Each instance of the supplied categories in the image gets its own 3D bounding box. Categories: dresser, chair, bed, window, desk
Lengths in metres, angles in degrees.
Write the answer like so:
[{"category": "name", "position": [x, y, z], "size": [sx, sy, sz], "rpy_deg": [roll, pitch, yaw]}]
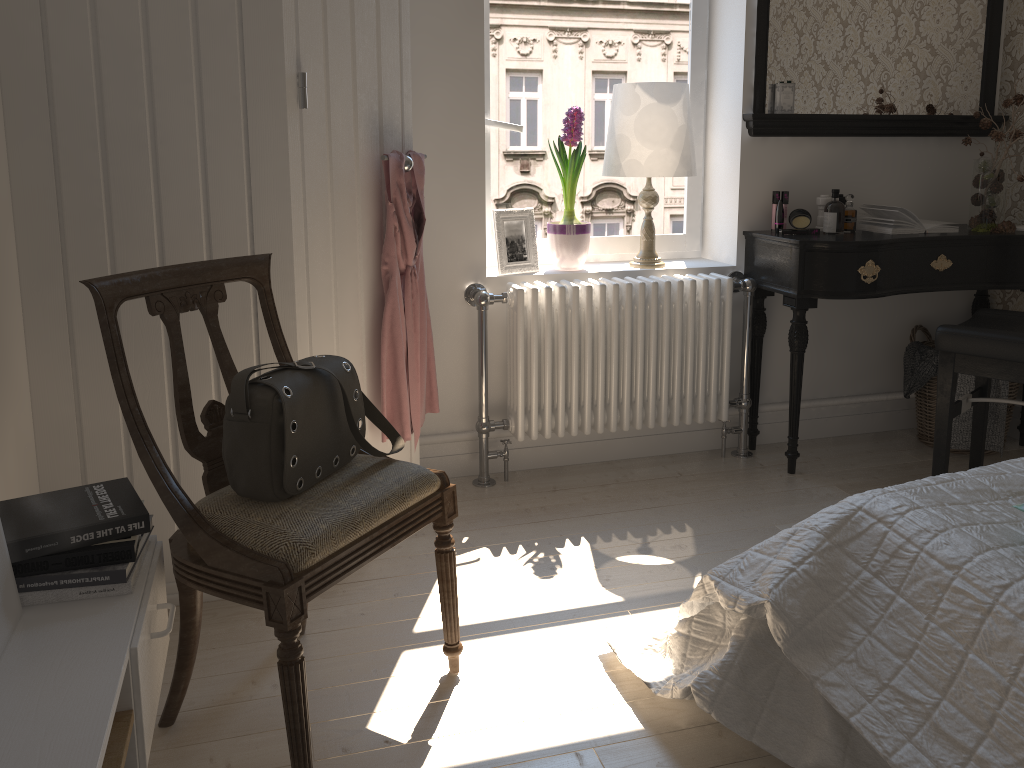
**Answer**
[{"category": "dresser", "position": [-0.722, -0.797, 2.360], "size": [1.026, 2.540, 0.712], "rpy_deg": [-3, 10, -16]}, {"category": "chair", "position": [-0.459, 0.218, 1.768], "size": [0.540, 0.876, 0.527], "rpy_deg": [6, 13, 28]}, {"category": "bed", "position": [1.497, 0.451, 1.354], "size": [2.214, 0.621, 1.989], "rpy_deg": [-4, 15, -15]}, {"category": "window", "position": [0.297, -1.325, 3.207], "size": [0.950, 1.753, 0.112], "rpy_deg": [-3, 10, -16]}, {"category": "desk", "position": [1.437, -0.149, 3.245], "size": [1.106, 0.809, 0.443], "rpy_deg": [-4, 11, -16]}, {"category": "chair", "position": [1.603, -0.026, 2.712], "size": [0.461, 0.847, 0.461], "rpy_deg": [10, 15, 43]}]

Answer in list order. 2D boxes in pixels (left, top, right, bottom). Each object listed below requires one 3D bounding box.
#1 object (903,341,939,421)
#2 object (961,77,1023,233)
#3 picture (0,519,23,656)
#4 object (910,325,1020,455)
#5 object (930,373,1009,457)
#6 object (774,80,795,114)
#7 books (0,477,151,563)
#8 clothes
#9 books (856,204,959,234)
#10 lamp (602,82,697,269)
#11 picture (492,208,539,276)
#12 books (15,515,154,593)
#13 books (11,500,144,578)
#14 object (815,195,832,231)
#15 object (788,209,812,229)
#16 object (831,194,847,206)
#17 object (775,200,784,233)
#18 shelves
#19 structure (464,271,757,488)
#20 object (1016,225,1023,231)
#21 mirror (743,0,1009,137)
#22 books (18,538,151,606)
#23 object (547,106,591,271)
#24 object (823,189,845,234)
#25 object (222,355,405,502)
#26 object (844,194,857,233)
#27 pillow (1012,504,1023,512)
[{"category": "object", "position": [1.655, 0.017, 3.344], "size": [0.367, 0.327, 0.308], "rpy_deg": [-4, 13, -15]}, {"category": "object", "position": [1.828, -0.815, 3.111], "size": [0.547, 0.589, 0.320], "rpy_deg": [12, 16, 44]}, {"category": "picture", "position": [-0.693, -0.110, 0.794], "size": [0.164, 1.142, 0.869], "rpy_deg": [-3, 12, -16]}, {"category": "object", "position": [1.724, 0.017, 3.364], "size": [0.394, 0.425, 0.400], "rpy_deg": [3, 13, 15]}, {"category": "object", "position": [1.709, 0.040, 3.325], "size": [0.291, 0.350, 0.355], "rpy_deg": [5, 13, 23]}, {"category": "object", "position": [0.978, -1.027, 3.162], "size": [0.072, 0.119, 0.037], "rpy_deg": [-2, 10, -11]}, {"category": "books", "position": [-0.741, 0.221, 1.425], "size": [0.260, 0.032, 0.194], "rpy_deg": [-10, 18, -32]}, {"category": "clothes", "position": [-0.301, -0.234, 2.553], "size": [0.092, 0.862, 0.335], "rpy_deg": [2, 11, 13]}, {"category": "books", "position": [1.435, -0.606, 3.221], "size": [0.279, 0.094, 0.230], "rpy_deg": [-4, 15, -14]}, {"category": "lamp", "position": [0.495, -0.748, 3.191], "size": [0.339, 0.642, 0.347], "rpy_deg": [-1, 11, -4]}, {"category": "picture", "position": [0.015, -0.495, 3.065], "size": [0.177, 0.222, 0.050], "rpy_deg": [-9, 13, -36]}, {"category": "books", "position": [-0.739, 0.275, 1.432], "size": [0.259, 0.022, 0.216], "rpy_deg": [-3, 15, -11]}, {"category": "books", "position": [-0.731, 0.251, 1.427], "size": [0.240, 0.027, 0.194], "rpy_deg": [-5, 16, -17]}, {"category": "object", "position": [1.140, -0.624, 3.224], "size": [0.058, 0.132, 0.058], "rpy_deg": [7, 13, 34]}, {"category": "object", "position": [1.027, -0.583, 3.154], "size": [0.080, 0.084, 0.084], "rpy_deg": [5, 13, 23]}, {"category": "object", "position": [1.208, -0.637, 3.271], "size": [0.058, 0.132, 0.058], "rpy_deg": [7, 13, 34]}, {"category": "object", "position": [0.955, -0.598, 3.147], "size": [0.031, 0.118, 0.055], "rpy_deg": [4, 11, 22]}, {"category": "shelves", "position": [-0.620, 0.522, 1.031], "size": [0.368, 0.206, 1.135], "rpy_deg": [-4, 15, -15]}, {"category": "structure", "position": [0.375, -0.030, 3.094], "size": [1.069, 0.671, 0.168], "rpy_deg": [-4, 11, -16]}, {"category": "object", "position": [1.890, -0.624, 3.220], "size": [0.105, 0.129, 0.106], "rpy_deg": [4, 12, 19]}, {"category": "mirror", "position": [1.371, -1.200, 3.245], "size": [1.119, 0.563, 0.067], "rpy_deg": [-4, 10, -16]}, {"category": "books", "position": [-0.730, 0.299, 1.430], "size": [0.242, 0.022, 0.195], "rpy_deg": [-4, 15, -14]}, {"category": "object", "position": [0.202, -0.694, 3.134], "size": [0.157, 0.568, 0.159], "rpy_deg": [-6, 12, -30]}, {"category": "object", "position": [1.143, -0.611, 3.128], "size": [0.070, 0.155, 0.071], "rpy_deg": [-4, 11, -21]}, {"category": "object", "position": [-0.399, 0.060, 1.758], "size": [0.213, 0.244, 0.406], "rpy_deg": [6, 15, 28]}, {"category": "object", "position": [1.212, -0.613, 3.173], "size": [0.054, 0.136, 0.055], "rpy_deg": [4, 11, 23]}, {"category": "pillow", "position": [1.012, 0.235, 1.266], "size": [0.362, 0.166, 0.389], "rpy_deg": [-3, 14, -11]}]
